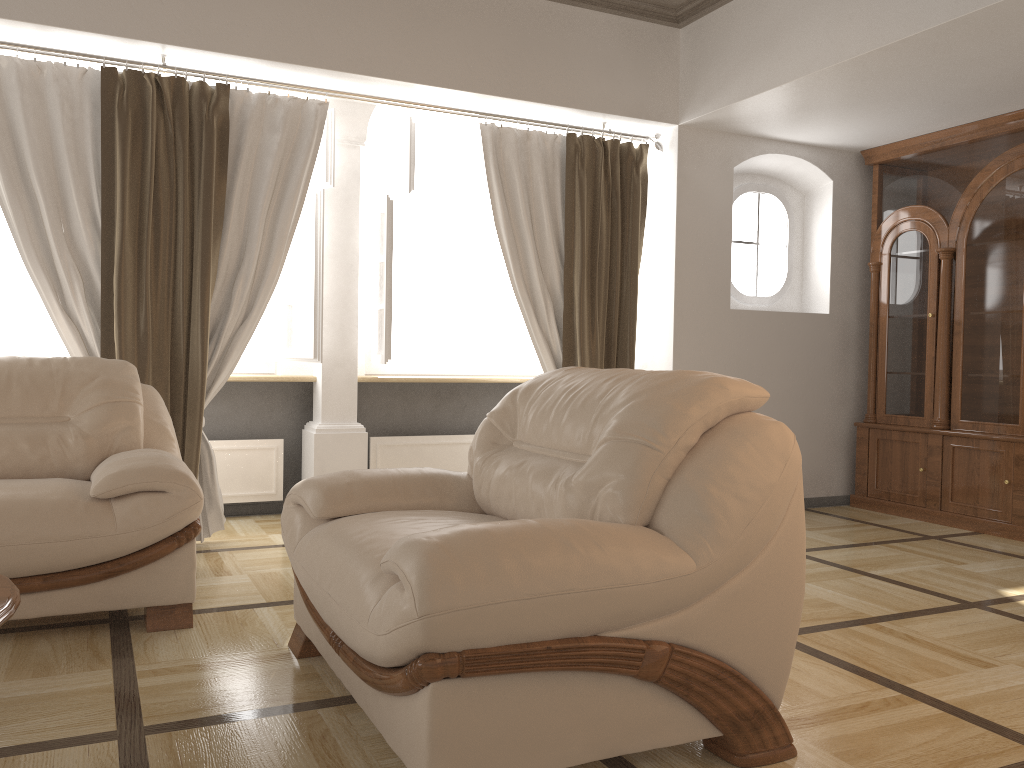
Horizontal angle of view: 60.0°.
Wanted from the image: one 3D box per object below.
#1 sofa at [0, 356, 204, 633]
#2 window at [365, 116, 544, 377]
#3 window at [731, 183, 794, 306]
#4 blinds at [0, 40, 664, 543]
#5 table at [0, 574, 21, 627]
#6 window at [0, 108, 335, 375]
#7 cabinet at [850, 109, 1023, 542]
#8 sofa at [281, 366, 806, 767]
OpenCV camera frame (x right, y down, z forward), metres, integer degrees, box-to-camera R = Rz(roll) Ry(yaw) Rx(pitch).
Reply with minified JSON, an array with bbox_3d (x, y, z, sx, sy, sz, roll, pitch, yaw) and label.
[{"bbox_3d":[-2.195,0.347,2.959,2.135,0.900,1.051,0,2,-25],"label":"sofa"},{"bbox_3d":[-0.094,-0.788,5.478,1.653,1.500,0.782,0,2,-25],"label":"window"},{"bbox_3d":[1.588,-0.903,5.765,0.600,0.784,0.050,0,2,-25],"label":"window"},{"bbox_3d":[-1.730,-0.380,4.080,5.765,2.294,0.285,0,2,-25],"label":"blinds"},{"bbox_3d":[-1.604,0.649,1.686,1.169,0.392,1.167,0,2,-30],"label":"table"},{"bbox_3d":[-1.895,-0.797,4.635,1.759,1.500,0.784,0,2,-26],"label":"window"},{"bbox_3d":[2.980,-0.312,4.809,0.587,2.298,2.360,0,2,-25],"label":"cabinet"},{"bbox_3d":[0.002,0.401,2.456,1.052,0.900,1.318,0,2,-25],"label":"sofa"}]
